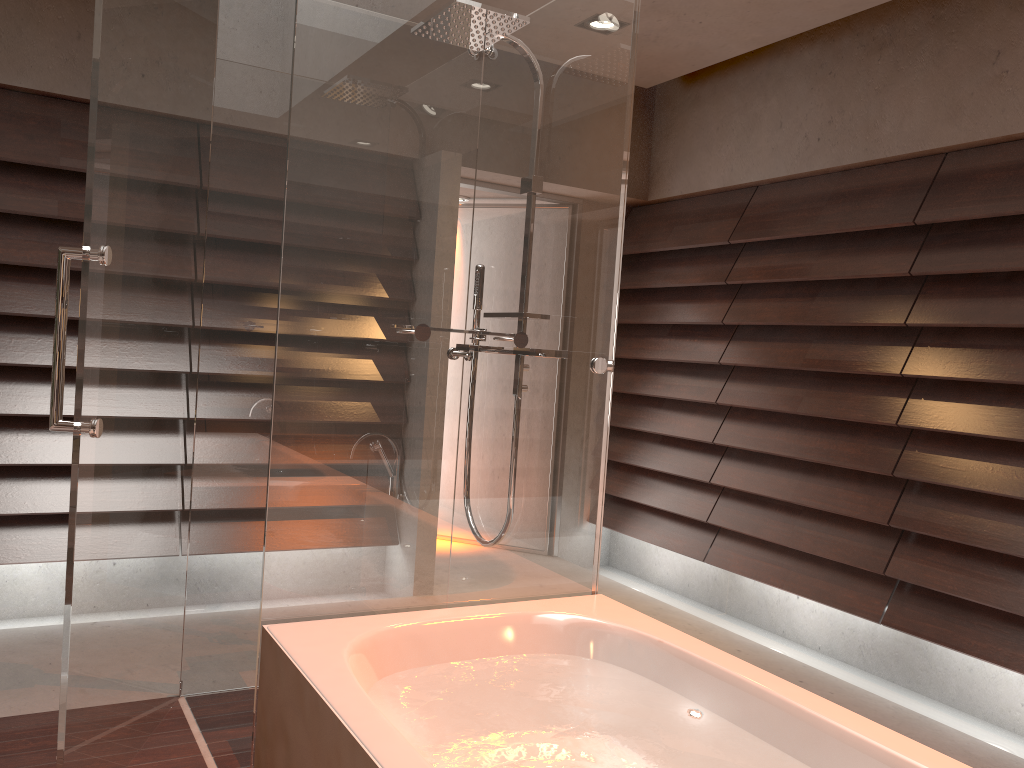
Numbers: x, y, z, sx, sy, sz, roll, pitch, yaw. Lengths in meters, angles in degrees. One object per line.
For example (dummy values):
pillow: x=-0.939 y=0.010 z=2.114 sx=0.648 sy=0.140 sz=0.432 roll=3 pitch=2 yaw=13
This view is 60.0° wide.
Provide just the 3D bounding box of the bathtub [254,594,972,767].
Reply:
bathtub: x=0.372 y=0.729 z=1.308 sx=0.994 sy=0.761 sz=2.000 roll=3 pitch=2 yaw=-30
